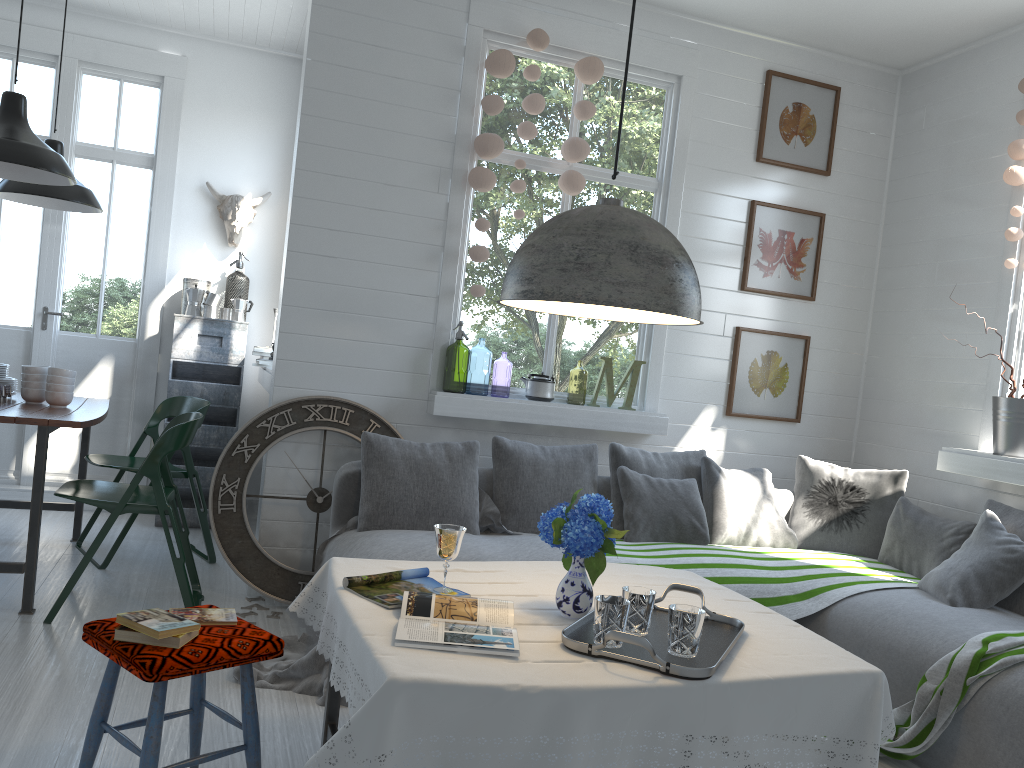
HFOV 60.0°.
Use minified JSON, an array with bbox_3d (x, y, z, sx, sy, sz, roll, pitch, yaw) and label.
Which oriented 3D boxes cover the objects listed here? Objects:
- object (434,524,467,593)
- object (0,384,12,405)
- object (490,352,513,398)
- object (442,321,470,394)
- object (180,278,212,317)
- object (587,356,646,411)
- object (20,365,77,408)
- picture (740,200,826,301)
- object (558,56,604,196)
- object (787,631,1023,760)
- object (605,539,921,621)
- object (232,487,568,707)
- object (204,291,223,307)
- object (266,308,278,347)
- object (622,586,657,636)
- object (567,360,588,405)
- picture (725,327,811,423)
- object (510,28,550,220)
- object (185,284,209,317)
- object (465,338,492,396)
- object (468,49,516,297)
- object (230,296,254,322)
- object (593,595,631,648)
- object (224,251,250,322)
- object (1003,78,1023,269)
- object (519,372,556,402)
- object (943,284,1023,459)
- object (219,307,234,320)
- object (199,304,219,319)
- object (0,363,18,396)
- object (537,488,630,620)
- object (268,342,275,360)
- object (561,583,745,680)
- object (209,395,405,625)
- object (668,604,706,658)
[{"bbox_3d":[-0.192,0.517,2.621,0.098,0.192,0.098,6,2,2],"label":"object"},{"bbox_3d":[-2.749,0.050,4.679,0.172,0.098,0.241,6,1,-15],"label":"object"},{"bbox_3d":[-0.058,-0.054,5.184,0.111,0.270,0.111,6,2,-1],"label":"object"},{"bbox_3d":[-0.311,-0.156,5.081,0.136,0.416,0.136,5,2,-22],"label":"object"},{"bbox_3d":[-2.413,-0.653,6.764,0.205,0.290,0.205,6,2,-17],"label":"object"},{"bbox_3d":[0.639,-0.001,5.425,0.330,0.311,0.052,6,2,-9],"label":"object"},{"bbox_3d":[-2.551,0.009,4.871,0.309,0.216,0.149,7,2,14],"label":"object"},{"bbox_3d":[1.774,-0.864,5.788,0.556,0.580,0.036,6,2,-19],"label":"picture"},{"bbox_3d":[0.372,-1.214,5.236,0.200,1.427,0.196,6,2,-8],"label":"object"},{"bbox_3d":[1.844,1.127,3.606,1.580,0.833,0.622,6,2,6],"label":"object"},{"bbox_3d":[0.663,1.079,4.474,3.166,0.473,1.042,6,1,-18],"label":"object"},{"bbox_3d":[-0.390,0.901,4.220,1.211,0.925,1.684,7,1,22],"label":"object"},{"bbox_3d":[-2.214,-0.622,6.581,0.129,0.126,0.108,5,2,-27],"label":"object"},{"bbox_3d":[-1.761,-0.414,6.572,0.095,0.289,0.095,6,2,0],"label":"object"},{"bbox_3d":[0.341,0.622,2.426,0.096,0.119,0.095,5,2,-34],"label":"object"},{"bbox_3d":[0.398,-0.007,5.349,0.111,0.270,0.111,6,2,-1],"label":"object"},{"bbox_3d":[1.685,-0.055,5.817,0.556,0.580,0.036,6,2,-19],"label":"picture"},{"bbox_3d":[0.101,-1.491,5.122,0.150,1.089,0.153,7,2,17],"label":"object"},{"bbox_3d":[-2.344,-0.618,6.600,0.206,0.249,0.130,5,2,-28],"label":"object"},{"bbox_3d":[-0.190,-0.101,5.143,0.137,0.335,0.137,6,2,-12],"label":"object"},{"bbox_3d":[-0.145,-1.195,5.062,0.197,1.405,0.194,8,2,32],"label":"object"},{"bbox_3d":[-2.029,-0.560,6.631,0.102,0.196,0.162,7,2,30],"label":"object"},{"bbox_3d":[0.254,0.614,2.289,0.095,0.119,0.095,6,2,6],"label":"object"},{"bbox_3d":[-2.126,-0.754,6.869,0.172,0.552,0.171,6,2,6],"label":"object"},{"bbox_3d":[2.840,-1.187,4.964,0.150,1.089,0.152,4,3,-43],"label":"object"},{"bbox_3d":[0.164,0.013,5.281,0.186,0.174,0.208,5,2,-38],"label":"object"},{"bbox_3d":[2.486,-0.100,4.552,0.634,0.936,0.848,7,2,28],"label":"object"},{"bbox_3d":[-2.147,-0.526,6.690,0.129,0.096,0.108,7,2,31],"label":"object"},{"bbox_3d":[-2.244,-0.534,6.581,0.129,0.096,0.108,7,2,11],"label":"object"},{"bbox_3d":[-2.903,-0.019,4.900,0.305,0.195,0.300,7,1,18],"label":"object"},{"bbox_3d":[0.194,0.484,2.567,0.236,0.377,0.265,6,2,-17],"label":"object"},{"bbox_3d":[-1.610,-0.232,6.208,0.171,0.146,0.203,6,1,-15],"label":"object"},{"bbox_3d":[0.401,0.652,2.423,0.398,0.092,0.651,7,1,24],"label":"object"},{"bbox_3d":[-1.016,0.639,4.784,1.112,1.139,0.584,5,2,-34],"label":"object"},{"bbox_3d":[0.444,0.636,2.279,0.095,0.119,0.095,6,2,6],"label":"object"}]
